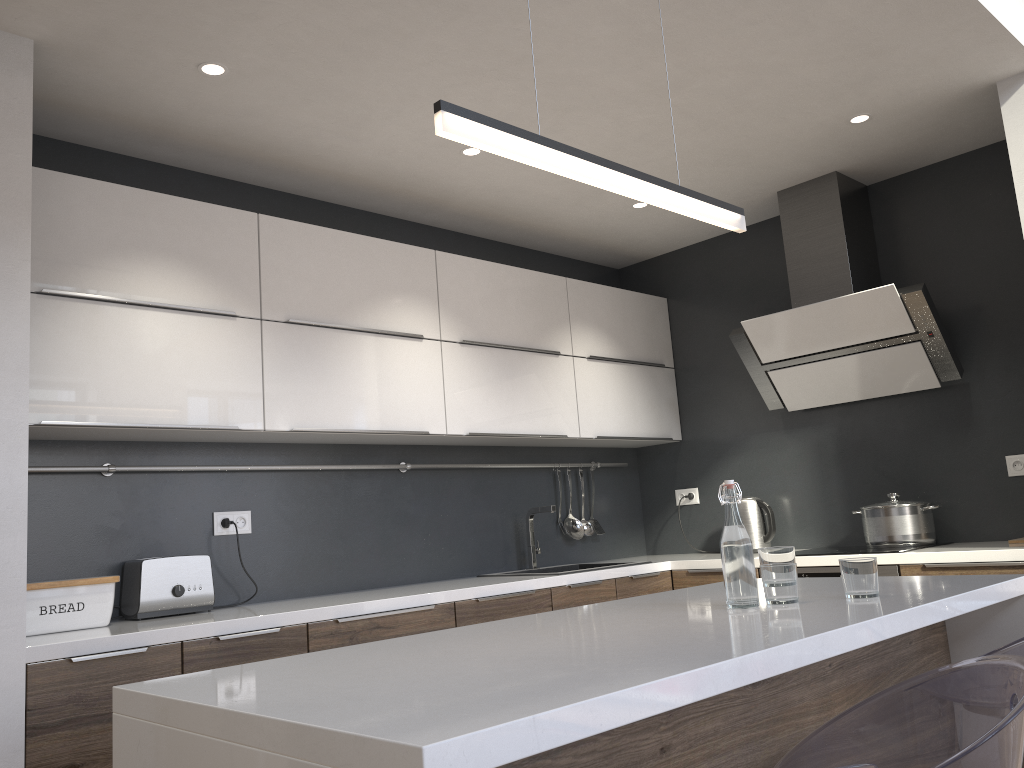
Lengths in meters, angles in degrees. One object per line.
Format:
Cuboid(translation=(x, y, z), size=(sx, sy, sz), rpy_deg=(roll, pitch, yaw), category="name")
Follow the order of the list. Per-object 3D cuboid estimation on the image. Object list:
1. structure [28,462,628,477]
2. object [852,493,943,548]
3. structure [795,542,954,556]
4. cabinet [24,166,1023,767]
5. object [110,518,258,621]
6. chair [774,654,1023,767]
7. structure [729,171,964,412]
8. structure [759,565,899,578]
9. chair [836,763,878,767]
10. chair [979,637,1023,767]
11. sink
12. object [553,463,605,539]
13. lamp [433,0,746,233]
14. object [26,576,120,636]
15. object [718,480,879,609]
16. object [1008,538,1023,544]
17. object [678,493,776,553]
Cuboid(translation=(-0.459, 0.359, 3.844), size=(3.000, 0.045, 0.050), rpy_deg=(5, -13, -44), category="structure")
Cuboid(translation=(1.643, 0.576, 3.782), size=(0.288, 0.223, 0.315), rpy_deg=(-4, -9, -3), category="object")
Cuboid(translation=(1.466, 0.705, 3.771), size=(0.550, 0.006, 0.600), rpy_deg=(5, -13, -44), category="structure")
Cuboid(translation=(-0.147, 0.219, 2.521), size=(4.694, 2.501, 2.402), rpy_deg=(5, -13, -44), category="cabinet")
Cuboid(translation=(-1.121, 0.624, 3.033), size=(0.562, 0.319, 0.191), rpy_deg=(5, -13, -43), category="object")
Cuboid(translation=(0.628, 0.838, 1.364), size=(0.434, 0.787, 0.475), rpy_deg=(-6, -9, 8), category="chair")
Cuboid(translation=(1.445, -0.425, 4.014), size=(0.407, 0.998, 0.898), rpy_deg=(5, -13, -44), category="structure")
Cuboid(translation=(1.459, 1.039, 3.684), size=(0.584, 0.588, 0.587), rpy_deg=(5, -13, -44), category="structure")
Cuboid(translation=(0.218, 0.809, 0.996), size=(0.475, 0.787, 0.434), rpy_deg=(0, -10, -26), category="chair")
Cuboid(translation=(1.057, 0.848, 1.781), size=(0.434, 0.838, 0.475), rpy_deg=(-13, -13, 43), category="chair")
Cuboid(translation=(0.239, 0.810, 4.028), size=(0.626, 0.518, 0.512), rpy_deg=(5, -13, -44), category="sink")
Cuboid(translation=(0.338, 0.599, 4.554), size=(0.320, 0.389, 0.069), rpy_deg=(4, -13, -43), category="object")
Cuboid(translation=(0.201, -0.789, 1.979), size=(0.998, 0.756, 0.020), rpy_deg=(5, -13, -44), category="lamp")
Cuboid(translation=(-1.402, 0.674, 2.692), size=(0.380, 0.148, 0.263), rpy_deg=(5, -13, -44), category="object")
Cuboid(translation=(0.610, 0.330, 1.898), size=(0.323, 0.267, 0.148), rpy_deg=(-6, -9, 10), category="object")
Cuboid(translation=(2.091, 0.439, 3.401), size=(0.221, 0.316, 0.330), rpy_deg=(5, -13, -44), category="object")
Cuboid(translation=(1.067, 0.686, 4.435), size=(0.179, 0.318, 0.590), rpy_deg=(3, -12, -37), category="object")
